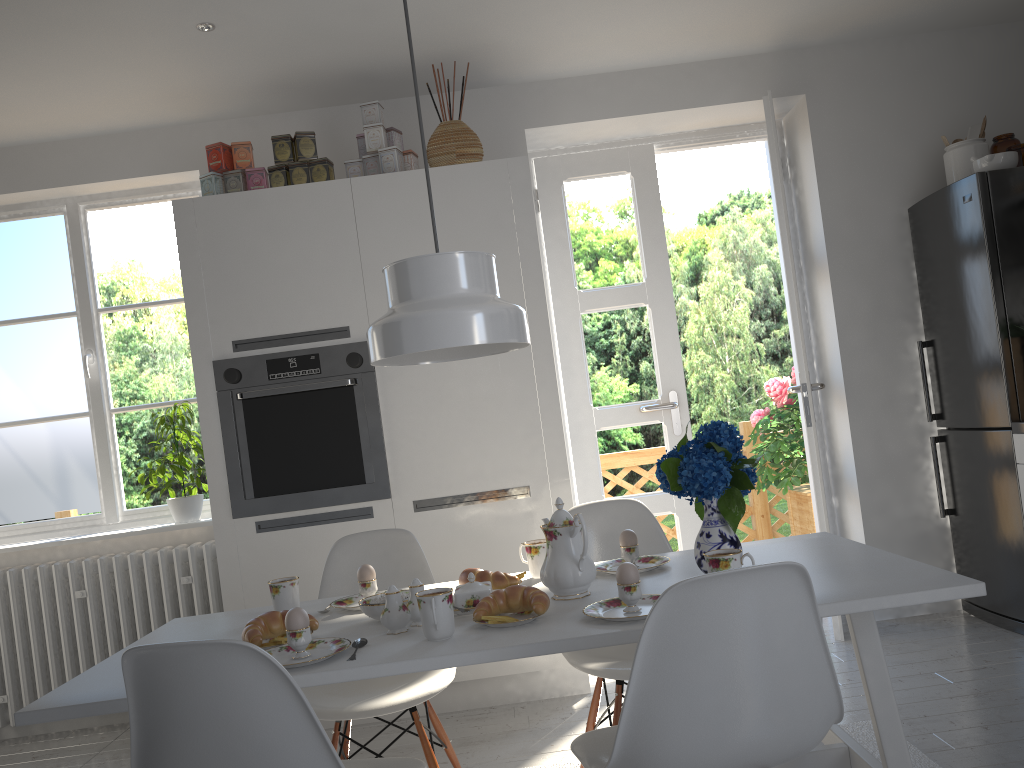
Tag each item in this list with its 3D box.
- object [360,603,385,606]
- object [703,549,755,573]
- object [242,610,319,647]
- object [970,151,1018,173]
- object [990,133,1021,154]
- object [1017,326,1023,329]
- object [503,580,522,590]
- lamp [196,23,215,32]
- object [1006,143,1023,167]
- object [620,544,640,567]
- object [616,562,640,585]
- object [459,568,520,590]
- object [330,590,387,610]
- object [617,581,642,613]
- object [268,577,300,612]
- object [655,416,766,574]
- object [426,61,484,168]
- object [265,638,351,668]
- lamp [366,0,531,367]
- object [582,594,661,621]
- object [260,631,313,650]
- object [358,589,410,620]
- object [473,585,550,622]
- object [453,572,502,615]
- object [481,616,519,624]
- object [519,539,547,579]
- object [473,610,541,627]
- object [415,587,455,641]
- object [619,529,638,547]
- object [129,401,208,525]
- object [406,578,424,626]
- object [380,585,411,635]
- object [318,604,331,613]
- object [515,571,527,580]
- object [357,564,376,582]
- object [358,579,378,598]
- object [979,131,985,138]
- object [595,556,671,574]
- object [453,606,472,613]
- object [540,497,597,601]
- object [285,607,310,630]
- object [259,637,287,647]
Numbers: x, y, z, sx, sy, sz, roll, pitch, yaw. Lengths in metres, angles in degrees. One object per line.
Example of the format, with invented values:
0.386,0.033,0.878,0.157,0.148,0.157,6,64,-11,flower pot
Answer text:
-0.283,0.495,1.998,0.031,0.032,0.138,-9,-3,43,object
0.443,0.390,1.815,0.091,0.095,0.078,-7,-1,-8,object
-0.519,0.533,1.950,0.160,0.057,0.124,-6,-3,-36,object
1.933,-0.877,3.529,0.172,0.110,0.159,-7,-2,-6,object
2.136,-0.952,3.823,0.118,0.236,0.117,-8,-1,24,object
2.046,-0.123,3.298,0.282,0.509,0.174,-7,-1,-14,object
-0.051,0.515,2.235,0.157,0.016,0.158,-6,-3,-31,object
-1.060,-1.243,3.062,0.064,0.030,0.064,-7,-2,-9,lamp
2.118,-0.915,3.697,0.113,0.154,0.113,-8,-1,27,object
0.306,0.444,2.286,0.048,0.057,0.048,-9,-2,39,object
0.235,0.392,1.792,0.048,0.063,0.048,-8,-1,3,object
-0.072,0.488,2.233,0.124,0.057,0.161,-6,-3,-36,object
-0.365,0.557,2.275,0.201,0.016,0.200,-10,-4,44,object
0.239,0.429,1.792,0.048,0.057,0.048,-9,-2,39,object
-0.575,0.544,2.254,0.078,0.095,0.091,-7,-2,-15,object
0.461,0.258,2.054,0.236,0.376,0.266,-7,-1,1,object
-0.242,-1.035,3.491,0.229,0.452,0.091,-7,-1,0,object
-0.420,0.541,1.768,0.201,0.016,0.201,-8,-3,14,object
-0.228,-0.723,2.065,0.374,1.322,0.372,-8,-1,30,lamp
0.243,0.455,1.791,0.201,0.016,0.201,-8,-3,4,object
-0.512,0.561,1.932,0.157,0.016,0.158,-6,-3,-31,object
-0.274,0.514,2.055,0.158,0.058,0.158,-7,-2,-11,object
0.004,0.461,1.875,0.161,0.057,0.124,-8,-2,14,object
-0.090,0.477,2.048,0.140,0.083,0.187,-7,-2,-1,object
-0.019,0.482,1.831,0.070,0.036,0.109,-8,-2,7,object
0.068,0.464,2.344,0.091,0.095,0.078,-7,-1,-3,object
-0.003,0.491,1.861,0.158,0.016,0.158,-8,-3,9,object
-0.155,0.467,1.788,0.078,0.095,0.090,-8,-2,35,object
0.301,0.406,2.286,0.048,0.063,0.048,-8,-1,3,object
-1.485,0.352,3.911,0.374,0.530,0.328,-7,-1,-10,object
-0.206,0.478,1.952,0.065,0.102,0.069,-7,-1,-1,object
-0.252,0.482,1.903,0.065,0.102,0.069,-7,-1,-1,object
-0.477,0.574,2.275,0.032,0.011,0.140,-7,-3,-5,object
-0.021,0.502,2.249,0.109,0.036,0.070,-5,-3,-43,object
-0.373,0.494,2.274,0.048,0.063,0.048,-8,-1,3,object
-0.368,0.531,2.274,0.048,0.057,0.048,-9,-2,39,object
1.978,-0.947,3.743,0.114,0.247,0.051,-7,-1,-36,object
0.309,0.470,2.286,0.201,0.016,0.201,-8,-3,4,object
-0.136,0.501,1.994,0.022,0.001,0.180,-6,-3,-27,object
0.125,0.374,2.037,0.140,0.230,0.149,-8,-1,17,object
-0.429,0.477,1.770,0.048,0.063,0.048,-8,-1,3,object
-0.499,0.548,1.901,0.070,0.036,0.109,-5,-3,-43,object
